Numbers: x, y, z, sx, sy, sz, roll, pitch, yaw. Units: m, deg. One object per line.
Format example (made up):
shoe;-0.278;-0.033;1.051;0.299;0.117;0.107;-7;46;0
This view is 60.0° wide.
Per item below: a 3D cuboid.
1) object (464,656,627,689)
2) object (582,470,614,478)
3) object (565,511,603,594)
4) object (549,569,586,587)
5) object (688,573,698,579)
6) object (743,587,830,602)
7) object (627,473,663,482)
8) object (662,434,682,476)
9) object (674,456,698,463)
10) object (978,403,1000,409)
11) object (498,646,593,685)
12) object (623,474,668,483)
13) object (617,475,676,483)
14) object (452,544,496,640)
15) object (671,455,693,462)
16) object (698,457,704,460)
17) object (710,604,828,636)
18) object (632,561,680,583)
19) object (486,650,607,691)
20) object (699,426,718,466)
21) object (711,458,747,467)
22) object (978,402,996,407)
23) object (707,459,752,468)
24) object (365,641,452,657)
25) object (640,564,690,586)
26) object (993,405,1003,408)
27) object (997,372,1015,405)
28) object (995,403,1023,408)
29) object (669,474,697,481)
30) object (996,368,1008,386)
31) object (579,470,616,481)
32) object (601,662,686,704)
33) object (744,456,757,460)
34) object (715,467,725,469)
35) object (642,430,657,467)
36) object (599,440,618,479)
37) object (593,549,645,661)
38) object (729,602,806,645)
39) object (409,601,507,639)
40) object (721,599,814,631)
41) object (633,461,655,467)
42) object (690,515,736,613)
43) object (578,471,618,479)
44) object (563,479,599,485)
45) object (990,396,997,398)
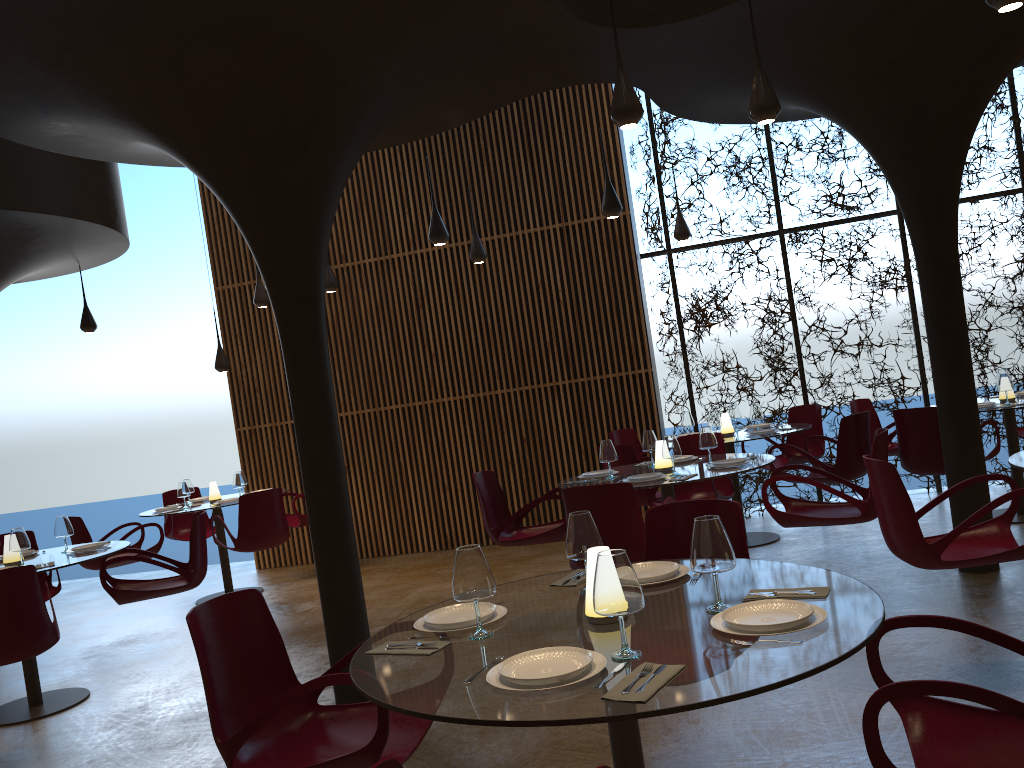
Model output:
object;0.090;0.783;2.419;0.411;0.012;0.204;-8;-1;29
object;0.692;0.724;7.128;0.263;0.029;0.263;-8;0;22
object;0.271;0.625;3.301;0.141;0.295;0.142;-9;1;-39
object;0.260;0.774;3.540;0.126;0.017;0.261;-8;-1;29
object;0.515;0.730;3.374;0.411;0.012;0.204;-8;-1;25
object;0.886;0.678;2.858;0.262;0.017;0.126;-8;0;24
object;0.966;0.679;6.428;0.263;0.029;0.262;-9;-1;37
object;1.171;0.521;6.483;0.142;0.295;0.142;-8;1;-13
object;1.383;0.636;7.386;0.332;0.014;0.331;-9;-1;39
object;4.378;0.211;8.290;0.332;0.014;0.331;-8;-1;31
object;0.093;0.772;2.417;0.263;0.029;0.263;-8;0;21
object;0.967;0.688;6.429;0.332;0.014;0.331;-9;-1;43
object;0.963;0.690;6.430;0.411;0.012;0.204;-8;-1;29
object;-0.122;0.678;2.895;0.142;0.295;0.142;-8;1;4
object;1.382;0.627;7.386;0.263;0.029;0.263;-8;0;14
object;1.388;0.637;7.385;0.411;0.012;0.204;-8;-1;25
object;0.748;0.688;2.590;0.331;0.014;0.332;-8;0;-5
object;0.509;0.720;3.375;0.263;0.029;0.263;-8;0;20
object;0.094;0.781;2.417;0.331;0.014;0.332;-8;-1;-44
object;1.509;0.475;6.812;0.142;0.295;0.142;-8;1;0
object;1.620;0.586;6.601;0.263;0.029;0.263;-8;0;14
object;4.377;0.202;8.290;0.263;0.029;0.263;-8;0;6
object;1.621;0.595;6.601;0.331;0.014;0.332;-8;0;-5
object;-0.335;0.854;2.860;0.262;0.017;0.126;-8;-1;28
object;0.510;0.729;3.375;0.332;0.014;0.331;-9;-1;39
object;4.375;0.213;8.294;0.204;0.012;0.411;-8;-1;-31
object;4.581;0.043;8.224;0.141;0.295;0.142;-9;1;-28
object;4.497;0.199;8.012;0.261;0.017;0.126;-8;0;-27
object;1.208;0.659;6.247;0.126;0.017;0.261;-8;-1;33
object;4.968;-0.007;8.954;0.142;0.295;0.142;-8;1;14
object;0.695;0.735;7.133;0.204;0.012;0.410;-8;-1;24
object;0.335;0.752;2.236;0.126;0.017;0.261;-8;-1;33
object;1.759;0.585;6.869;0.262;0.017;0.126;-8;0;24
object;1.620;0.597;6.596;0.204;0.012;0.410;-8;0;20
object;1.144;0.532;7.312;0.141;0.295;0.142;-9;1;-39
object;0.751;0.585;6.906;0.142;0.295;0.142;-8;1;4
object;0.298;0.614;2.472;0.142;0.295;0.142;-8;1;-13
object;0.747;0.690;2.585;0.204;0.012;0.410;-8;0;20
object;-0.179;0.828;3.122;0.204;0.012;0.410;-8;-1;24
object;0.747;0.679;2.589;0.263;0.029;0.263;-8;0;14
object;1.133;0.681;7.551;0.126;0.017;0.261;-8;-1;29
object;0.635;0.568;2.801;0.141;0.295;0.142;-9;1;-45
object;0.693;0.734;7.128;0.332;0.014;0.331;-8;0;6
object;0.538;0.761;6.871;0.262;0.017;0.126;-8;-1;28
object;5.078;0.125;9.178;0.261;0.017;0.126;-8;-1;-30
